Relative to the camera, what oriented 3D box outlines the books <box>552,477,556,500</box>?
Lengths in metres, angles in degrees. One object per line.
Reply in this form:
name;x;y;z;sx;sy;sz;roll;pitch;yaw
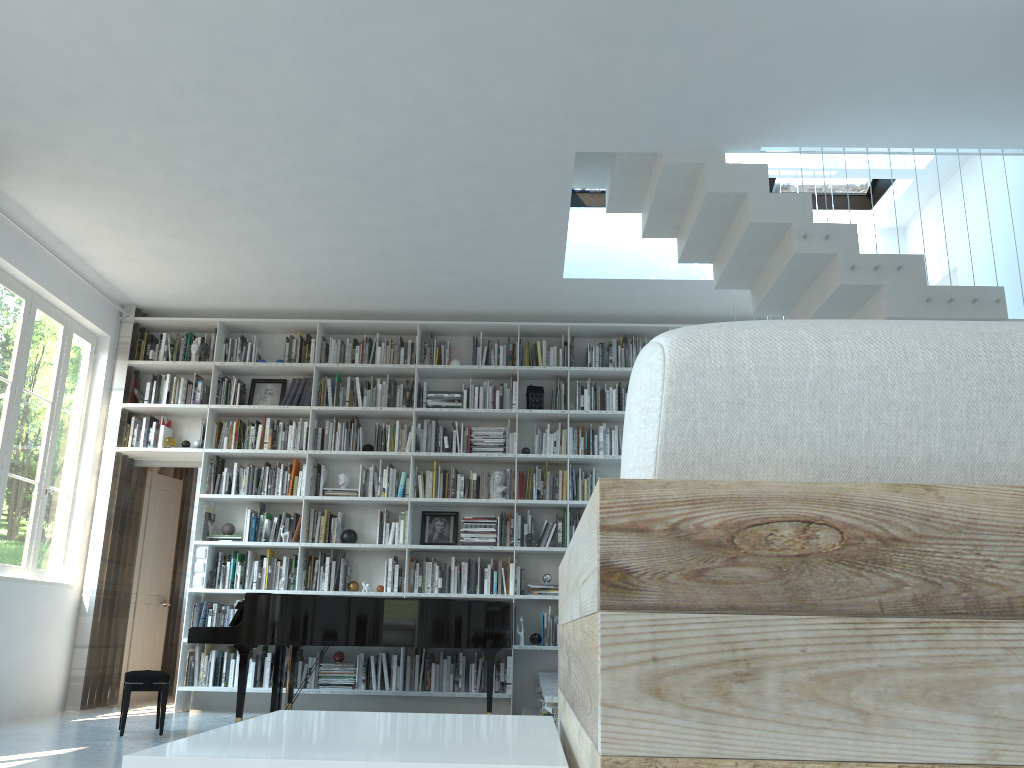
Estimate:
books;0.341;0.873;7.201;0.034;0.203;0.182;1;-16;1

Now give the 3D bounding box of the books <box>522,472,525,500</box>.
books;0.094;0.858;7.247;0.013;0.246;0.177;1;-16;1

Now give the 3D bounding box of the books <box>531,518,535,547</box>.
books;0.167;1.209;7.139;0.035;0.247;0.141;1;-15;1

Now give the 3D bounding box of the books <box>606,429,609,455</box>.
books;0.781;0.507;7.301;0.025;0.244;0.184;1;-16;1

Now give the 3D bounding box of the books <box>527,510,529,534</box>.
books;0.131;1.178;7.138;0.013;0.306;0.141;1;-15;1

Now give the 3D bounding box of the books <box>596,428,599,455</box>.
books;0.706;0.504;7.317;0.011;0.256;0.131;1;-15;1

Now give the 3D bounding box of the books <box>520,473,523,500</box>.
books;0.078;0.856;7.236;0.014;0.243;0.145;1;-15;1

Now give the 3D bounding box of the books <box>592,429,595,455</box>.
books;0.664;0.509;7.301;0.022;0.236;0.165;1;-16;1

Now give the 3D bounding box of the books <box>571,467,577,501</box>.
books;0.504;0.837;7.215;0.035;0.287;0.192;1;-16;1

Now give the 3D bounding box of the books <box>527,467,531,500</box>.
books;0.137;0.833;7.237;0.035;0.292;0.145;1;-15;1

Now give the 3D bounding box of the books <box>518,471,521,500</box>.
books;0.062;0.851;7.239;0.015;0.254;0.151;1;-15;1

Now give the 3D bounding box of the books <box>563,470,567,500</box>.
books;0.429;0.850;7.233;0.033;0.268;0.142;1;-15;1

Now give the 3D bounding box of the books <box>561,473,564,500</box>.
books;0.410;0.861;7.233;0.019;0.247;0.149;1;-15;1

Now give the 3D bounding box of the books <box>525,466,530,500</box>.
books;0.124;0.830;7.227;0.035;0.292;0.145;1;-15;1

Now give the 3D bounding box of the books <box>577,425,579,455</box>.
books;0.545;0.492;7.327;0.014;0.277;0.154;1;-15;1

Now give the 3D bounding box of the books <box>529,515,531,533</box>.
books;0.144;1.200;7.141;0.012;0.265;0.158;1;-15;1

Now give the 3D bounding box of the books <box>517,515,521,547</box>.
books;0.057;1.200;7.142;0.024;0.262;0.154;1;-15;1

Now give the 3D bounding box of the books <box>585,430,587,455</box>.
books;0.607;0.511;7.313;0.013;0.235;0.158;1;-16;1

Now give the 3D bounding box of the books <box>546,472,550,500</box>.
books;0.294;0.853;7.224;0.033;0.252;0.175;1;-16;1

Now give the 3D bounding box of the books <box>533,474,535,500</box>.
books;0.181;0.860;7.219;0.015;0.231;0.180;1;-16;1

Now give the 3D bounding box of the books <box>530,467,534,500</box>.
books;0.162;0.833;7.236;0.035;0.292;0.145;1;-15;1

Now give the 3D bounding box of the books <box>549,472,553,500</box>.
books;0.317;0.852;7.199;0.027;0.241;0.189;1;-16;1

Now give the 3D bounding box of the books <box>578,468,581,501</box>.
books;0.549;0.837;7.198;0.013;0.278;0.192;1;-16;1

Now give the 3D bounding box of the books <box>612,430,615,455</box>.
books;0.828;0.515;7.304;0.021;0.231;0.183;1;-16;1

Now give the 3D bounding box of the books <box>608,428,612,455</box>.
books;0.806;0.505;7.322;0.024;0.261;0.134;1;-15;1

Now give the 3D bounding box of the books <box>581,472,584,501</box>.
books;0.576;0.857;7.222;0.013;0.255;0.145;1;-15;1

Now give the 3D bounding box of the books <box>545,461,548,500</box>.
books;0.276;0.811;7.233;0.021;0.336;0.170;1;-15;1

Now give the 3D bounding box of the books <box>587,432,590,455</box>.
books;0.626;0.522;7.312;0.026;0.215;0.162;1;-16;1

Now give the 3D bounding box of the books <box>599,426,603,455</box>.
books;0.726;0.495;7.294;0.030;0.262;0.182;1;-16;1

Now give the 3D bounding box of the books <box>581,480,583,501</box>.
books;0.562;0.885;7.209;0.014;0.192;0.147;1;-16;1

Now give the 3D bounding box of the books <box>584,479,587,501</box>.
books;0.590;0.879;7.184;0.017;0.191;0.192;1;-16;1

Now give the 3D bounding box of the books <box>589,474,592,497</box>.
books;0.637;0.864;7.219;0.017;0.242;0.133;1;-15;1

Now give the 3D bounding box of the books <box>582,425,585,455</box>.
books;0.594;0.494;7.339;0.014;0.283;0.136;1;-15;1

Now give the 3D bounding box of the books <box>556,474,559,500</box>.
books;0.367;0.862;7.224;0.028;0.239;0.146;1;-15;1

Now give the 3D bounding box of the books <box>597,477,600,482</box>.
books;0.715;0.875;7.191;0.051;0.209;0.177;1;-16;1

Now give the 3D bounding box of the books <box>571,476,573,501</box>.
books;0.483;0.872;7.216;0.015;0.219;0.155;1;-16;1

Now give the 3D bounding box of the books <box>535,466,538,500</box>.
books;0.199;0.830;7.224;0.019;0.293;0.164;1;-15;1

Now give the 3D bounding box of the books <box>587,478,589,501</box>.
books;0.614;0.878;7.211;0.014;0.208;0.157;1;-16;1

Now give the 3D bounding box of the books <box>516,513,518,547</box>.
books;0.040;1.189;7.145;0.012;0.284;0.160;1;-15;1

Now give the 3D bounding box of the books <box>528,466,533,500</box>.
books;0.149;0.829;7.222;0.035;0.292;0.145;1;-15;1

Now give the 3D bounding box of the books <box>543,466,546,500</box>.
books;0.263;0.827;7.209;0.019;0.292;0.182;1;-15;1

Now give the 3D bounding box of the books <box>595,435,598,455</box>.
books;0.687;0.532;7.303;0.025;0.193;0.171;1;-16;1

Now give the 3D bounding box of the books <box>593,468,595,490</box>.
books;0.664;0.842;7.221;0.013;0.286;0.159;1;-15;1

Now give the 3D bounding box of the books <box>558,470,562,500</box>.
books;0.391;0.848;7.222;0.032;0.265;0.143;1;-15;1

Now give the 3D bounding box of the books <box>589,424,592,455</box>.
books;0.646;0.486;7.301;0.014;0.279;0.178;1;-15;1

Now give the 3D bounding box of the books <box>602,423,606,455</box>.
books;0.756;0.487;7.322;0.027;0.294;0.160;1;-15;1

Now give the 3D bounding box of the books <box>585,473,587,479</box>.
books;0.604;0.862;7.216;0.008;0.242;0.169;1;-16;1

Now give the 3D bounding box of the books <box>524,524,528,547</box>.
books;0.110;1.228;7.108;0.027;0.191;0.183;1;-16;1

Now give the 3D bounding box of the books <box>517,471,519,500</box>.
books;0.046;0.851;7.237;0.014;0.253;0.161;1;-15;1

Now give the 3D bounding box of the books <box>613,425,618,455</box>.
books;0.851;0.493;7.297;0.024;0.271;0.170;1;-15;1

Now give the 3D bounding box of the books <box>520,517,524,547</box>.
books;0.083;1.204;7.137;0.028;0.252;0.143;1;-15;1

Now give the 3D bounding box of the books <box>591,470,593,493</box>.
books;0.648;0.848;7.214;0.006;0.269;0.179;1;-16;1

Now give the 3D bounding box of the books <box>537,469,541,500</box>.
books;0.218;0.844;7.244;0.035;0.277;0.139;1;-15;1

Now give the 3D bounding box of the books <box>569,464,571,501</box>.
books;0.473;0.820;7.216;0.006;0.317;0.165;1;-15;1

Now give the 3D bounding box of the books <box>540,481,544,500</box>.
books;0.243;0.892;7.233;0.030;0.180;0.132;1;-16;1

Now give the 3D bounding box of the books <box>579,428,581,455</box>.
books;0.558;0.503;7.307;0.014;0.247;0.177;1;-16;1

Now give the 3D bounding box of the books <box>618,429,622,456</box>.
books;0.890;0.510;7.316;0.034;0.253;0.161;1;-15;1

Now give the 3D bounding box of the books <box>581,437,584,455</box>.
books;0.575;0.539;7.309;0.021;0.178;0.137;1;-16;1

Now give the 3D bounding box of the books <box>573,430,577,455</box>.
books;0.522;0.511;7.327;0.030;0.241;0.138;1;-15;1
